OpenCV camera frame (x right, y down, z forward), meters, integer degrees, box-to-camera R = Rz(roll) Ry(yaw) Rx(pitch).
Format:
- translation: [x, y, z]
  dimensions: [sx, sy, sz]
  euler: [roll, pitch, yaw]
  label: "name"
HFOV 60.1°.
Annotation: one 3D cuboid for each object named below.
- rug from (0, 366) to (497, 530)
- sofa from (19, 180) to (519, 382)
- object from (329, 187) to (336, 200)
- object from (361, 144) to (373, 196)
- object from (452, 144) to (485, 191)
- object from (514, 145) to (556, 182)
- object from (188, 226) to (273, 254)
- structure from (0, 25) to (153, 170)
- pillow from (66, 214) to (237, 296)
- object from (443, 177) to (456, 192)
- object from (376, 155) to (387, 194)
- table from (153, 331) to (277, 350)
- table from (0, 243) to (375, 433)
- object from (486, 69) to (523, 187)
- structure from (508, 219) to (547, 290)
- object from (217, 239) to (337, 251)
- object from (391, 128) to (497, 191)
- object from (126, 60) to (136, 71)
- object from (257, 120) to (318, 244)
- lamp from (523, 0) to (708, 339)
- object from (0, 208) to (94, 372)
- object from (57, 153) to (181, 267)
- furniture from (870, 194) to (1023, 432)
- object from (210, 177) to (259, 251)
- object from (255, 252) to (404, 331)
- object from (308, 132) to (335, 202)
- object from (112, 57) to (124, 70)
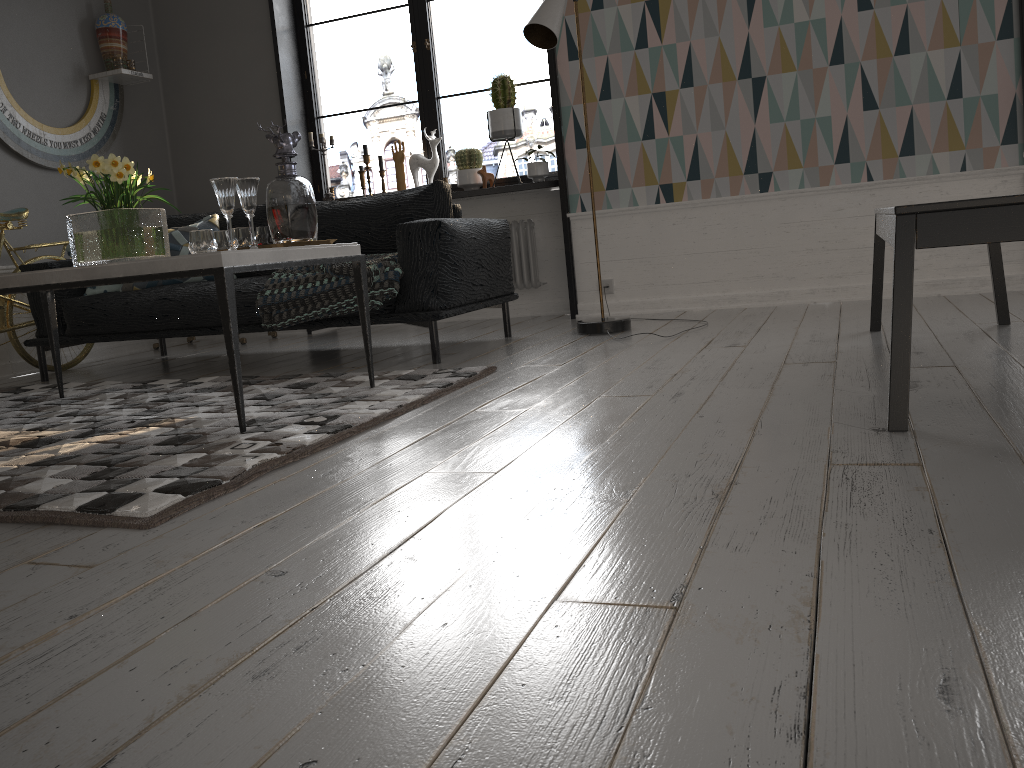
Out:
- translation: [-1.525, 0.133, 2.893]
  dimensions: [2.523, 0.034, 1.786]
  euler: [-2, 10, 21]
  label: "rug"
- translation: [-1.200, -0.504, 4.333]
  dimensions: [2.337, 0.792, 0.979]
  euler: [-2, 8, 21]
  label: "sofa"
- translation: [-1.167, -1.216, 5.751]
  dimensions: [0.084, 0.150, 0.085]
  euler: [-3, 7, 25]
  label: "object"
- translation: [-0.902, -1.322, 5.549]
  dimensions: [0.123, 0.373, 0.124]
  euler: [-3, 6, 26]
  label: "object"
- translation: [-0.255, -1.309, 5.361]
  dimensions: [0.234, 0.281, 0.215]
  euler: [-6, 7, -5]
  label: "object"
- translation: [0.138, -1.262, 5.075]
  dimensions: [0.170, 0.202, 0.248]
  euler: [-3, 8, 24]
  label: "object"
- translation: [-0.909, -0.470, 2.917]
  dimensions: [0.246, 0.087, 0.281]
  euler: [-6, 9, -1]
  label: "object"
- translation: [-2.698, -1.634, 4.633]
  dimensions: [0.266, 0.948, 2.040]
  euler: [-3, 8, 21]
  label: "structure"
- translation: [-1.814, -0.651, 4.492]
  dimensions: [0.798, 0.360, 0.447]
  euler: [-5, 7, 3]
  label: "pillow"
- translation: [-0.402, -1.202, 5.370]
  dimensions: [0.123, 0.098, 0.124]
  euler: [2, 10, 44]
  label: "object"
- translation: [-0.815, -1.297, 5.574]
  dimensions: [0.076, 0.299, 0.076]
  euler: [-10, 7, -38]
  label: "object"
- translation: [-1.936, -0.592, 5.653]
  dimensions: [0.741, 0.675, 0.342]
  euler: [-3, 7, 21]
  label: "table"
- translation: [-1.283, -0.139, 2.936]
  dimensions: [1.454, 0.507, 0.739]
  euler: [-2, 8, 21]
  label: "table"
- translation: [-0.036, -1.490, 5.141]
  dimensions: [0.236, 0.666, 0.230]
  euler: [-6, 6, -8]
  label: "object"
- translation: [-0.386, -0.774, 5.581]
  dimensions: [1.221, 0.425, 0.150]
  euler: [-2, 6, 19]
  label: "structure"
- translation: [-0.775, -0.454, 2.934]
  dimensions: [0.318, 0.015, 0.249]
  euler: [-2, 10, 21]
  label: "object"
- translation: [-0.424, -1.352, 5.369]
  dimensions: [0.661, 0.407, 0.135]
  euler: [-2, 6, 22]
  label: "object"
- translation: [-2.318, -1.939, 5.384]
  dimensions: [0.050, 0.058, 0.050]
  euler: [-4, 7, 11]
  label: "object"
- translation: [-0.730, -0.656, 2.903]
  dimensions: [0.148, 0.414, 0.157]
  euler: [-1, 7, 41]
  label: "object"
- translation: [0.557, -1.131, 4.277]
  dimensions: [0.679, 1.691, 1.257]
  euler: [-3, 7, 20]
  label: "lamp"
- translation: [-2.672, -0.460, 4.336]
  dimensions: [0.426, 0.963, 1.640]
  euler: [-4, 8, 13]
  label: "object"
- translation: [-1.309, -0.569, 2.919]
  dimensions: [0.351, 0.349, 0.328]
  euler: [-2, 8, 23]
  label: "object"
- translation: [1.257, -0.284, 2.476]
  dimensions: [0.465, 0.452, 1.685]
  euler: [-3, 9, 21]
  label: "furniture"
- translation: [-0.843, -0.521, 2.736]
  dimensions: [0.082, 0.225, 0.169]
  euler: [-2, 7, 33]
  label: "object"
- translation: [-0.737, -0.447, 3.846]
  dimensions: [0.666, 0.327, 0.495]
  euler: [-3, 8, 16]
  label: "object"
- translation: [-1.210, -1.367, 5.661]
  dimensions: [0.145, 0.487, 0.162]
  euler: [-9, 7, -32]
  label: "object"
- translation: [-2.374, -1.925, 5.333]
  dimensions: [0.060, 0.078, 0.060]
  euler: [-4, 7, 10]
  label: "object"
